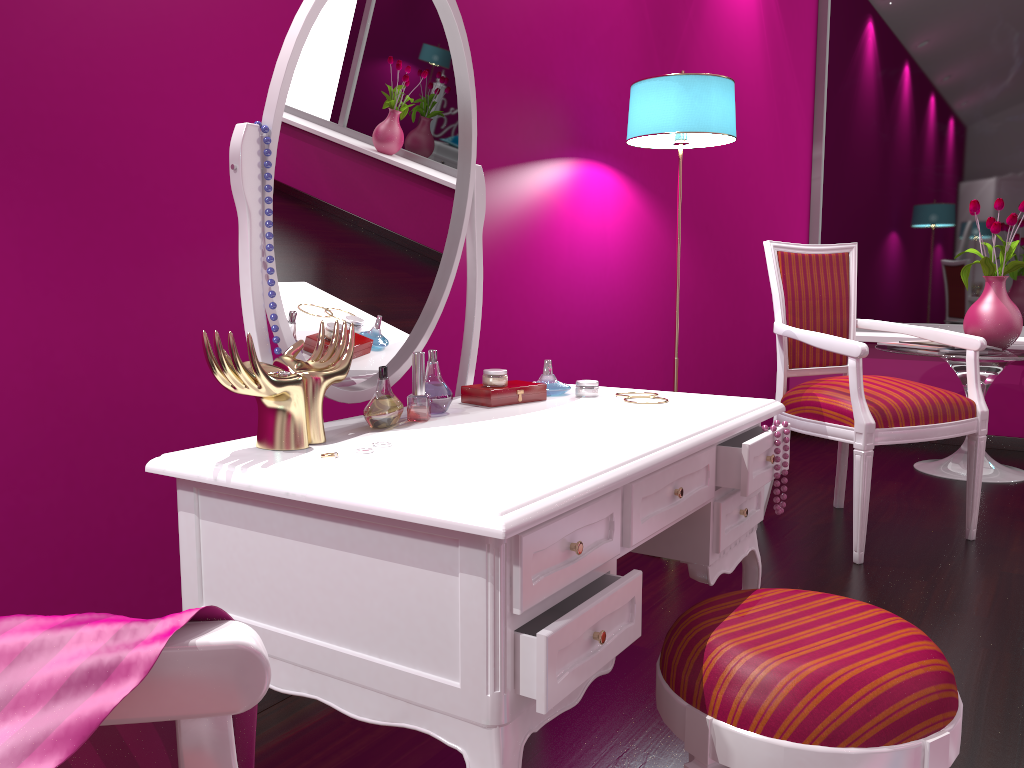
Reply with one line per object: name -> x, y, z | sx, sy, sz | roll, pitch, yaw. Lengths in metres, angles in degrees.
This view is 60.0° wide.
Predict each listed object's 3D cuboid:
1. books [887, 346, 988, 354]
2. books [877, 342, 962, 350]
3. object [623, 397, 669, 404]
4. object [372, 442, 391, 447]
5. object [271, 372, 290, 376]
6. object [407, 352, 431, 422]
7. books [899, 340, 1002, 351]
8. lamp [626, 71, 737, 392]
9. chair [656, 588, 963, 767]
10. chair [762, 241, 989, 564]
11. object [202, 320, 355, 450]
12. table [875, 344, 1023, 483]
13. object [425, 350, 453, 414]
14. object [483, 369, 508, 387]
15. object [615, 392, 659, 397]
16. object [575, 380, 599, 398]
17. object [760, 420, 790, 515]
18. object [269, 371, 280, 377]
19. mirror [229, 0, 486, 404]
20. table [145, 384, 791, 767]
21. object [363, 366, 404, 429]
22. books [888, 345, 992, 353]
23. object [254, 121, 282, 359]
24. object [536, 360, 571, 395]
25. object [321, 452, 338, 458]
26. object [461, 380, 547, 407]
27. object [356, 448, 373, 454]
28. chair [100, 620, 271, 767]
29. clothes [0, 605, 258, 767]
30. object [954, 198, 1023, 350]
books -> 1.667, -0.136, 3.488 | 0.220, 0.007, 0.300 | -2, 7, -13
books -> 1.646, -0.154, 3.518 | 0.220, 0.007, 0.300 | -3, 8, -22
object -> 0.218, 0.026, 1.444 | 0.073, 0.003, 0.073 | 7, 10, 43
object -> -0.155, 0.072, 1.064 | 0.021, 0.005, 0.020 | -7, 10, -43
object -> -0.270, -0.012, 1.037 | 0.020, 0.005, 0.021 | 3, 8, 23
object -> -0.131, 0.003, 1.250 | 0.030, 0.096, 0.030 | 0, 7, 4
books -> 1.720, -0.151, 3.490 | 0.221, 0.020, 0.300 | -2, 7, -16
lamp -> 0.470, -0.192, 2.527 | 0.303, 1.352, 0.303 | 6, 9, 42
chair -> 0.341, 0.473, 1.059 | 0.337, 0.390, 0.337 | 4, 8, 29
chair -> 1.075, 0.014, 2.706 | 0.528, 0.901, 0.511 | -4, 8, -27
object -> -0.275, 0.001, 1.071 | 0.085, 0.145, 0.248 | 3, 7, 20
table -> 1.873, 0.107, 3.592 | 0.771, 0.500, 0.770 | -2, 7, -13
object -> -0.117, -0.004, 1.316 | 0.059, 0.094, 0.059 | -2, 7, -18
object -> -0.027, -0.010, 1.419 | 0.040, 0.026, 0.040 | 4, 8, 32
object -> 0.211, 0.018, 1.497 | 0.073, 0.006, 0.073 | -1, 7, -5
object -> 0.127, 0.008, 1.499 | 0.040, 0.026, 0.040 | 4, 8, 32
object -> 0.405, 0.131, 1.371 | 0.032, 0.143, 0.063 | 4, 8, 32
object -> -0.277, -0.010, 1.013 | 0.020, 0.007, 0.020 | 2, 7, 13
mirror -> -0.201, -0.220, 1.346 | 0.138, 0.829, 0.544 | 4, 8, 32
table -> 0.021, 0.347, 1.273 | 0.526, 0.592, 0.856 | 4, 8, 32
object -> -0.174, 0.017, 1.200 | 0.045, 0.081, 0.098 | 1, 7, 10
books -> 1.675, -0.142, 3.485 | 0.220, 0.007, 0.300 | -3, 8, -21
object -> -0.323, -0.178, 1.158 | 0.044, 0.320, 0.022 | 4, 8, 32
object -> 0.061, -0.012, 1.523 | 0.082, 0.060, 0.059 | -1, 7, -11
object -> -0.206, 0.079, 1.000 | 0.020, 0.006, 0.020 | 6, 9, 38
object -> -0.013, 0.015, 1.439 | 0.122, 0.027, 0.075 | -6, 9, -42
object -> -0.170, 0.077, 1.027 | 0.020, 0.005, 0.022 | -2, 7, -16
chair -> -0.229, 0.324, 0.181 | 0.511, 0.901, 0.528 | -3, 8, -22
clothes -> -0.347, 0.243, 0.282 | 0.162, 0.777, 0.601 | 5, 9, 36
object -> 1.927, -0.444, 3.545 | 0.264, 0.614, 0.242 | 1, 7, 6
